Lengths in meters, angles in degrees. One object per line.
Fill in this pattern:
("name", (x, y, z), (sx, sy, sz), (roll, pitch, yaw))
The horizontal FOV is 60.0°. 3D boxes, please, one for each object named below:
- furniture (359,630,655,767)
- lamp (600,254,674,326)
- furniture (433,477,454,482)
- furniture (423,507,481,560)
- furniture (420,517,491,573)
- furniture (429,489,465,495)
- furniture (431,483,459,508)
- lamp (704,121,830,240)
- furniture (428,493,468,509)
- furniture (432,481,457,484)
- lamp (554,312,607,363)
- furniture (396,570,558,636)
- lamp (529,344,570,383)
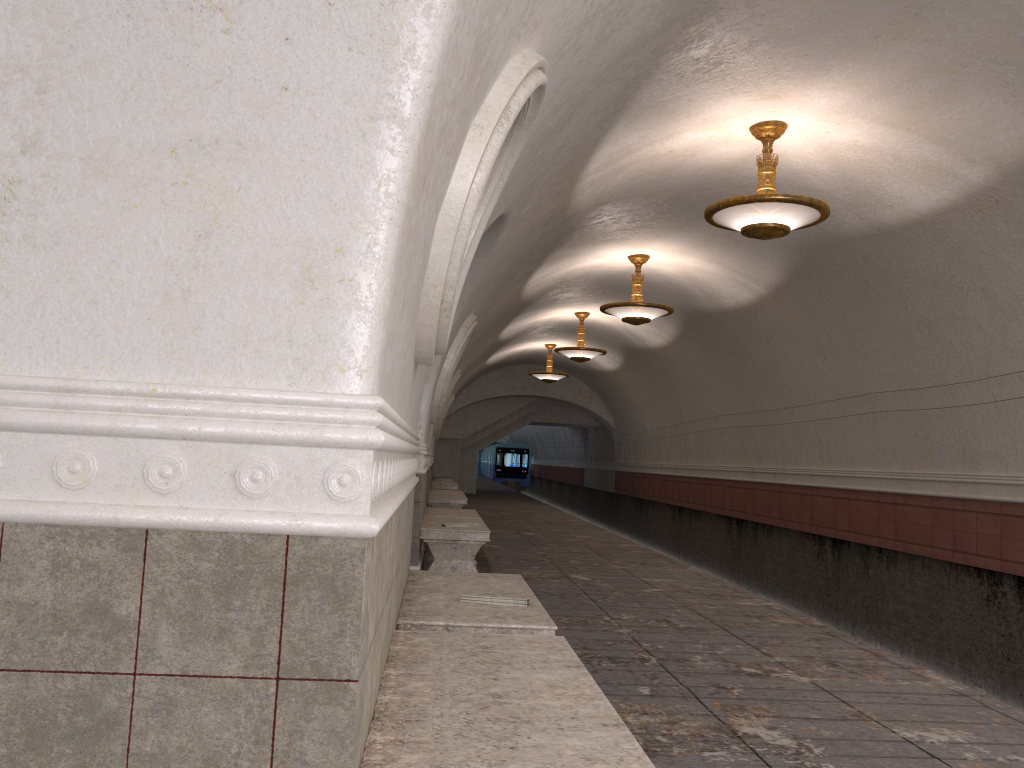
("furniture", (-0.066, 1.081, 2.402), (0.613, 0.508, 1.509), (3, -5, -4))
("lamp", (1.721, -1.274, 12.180), (1.008, 0.955, 1.008), (2, -5, 11))
("furniture", (-2.074, 3.060, 26.533), (0.613, 0.508, 1.509), (3, -5, -4))
("furniture", (-0.702, 1.708, 10.041), (0.613, 0.508, 1.509), (3, -5, -4))
("furniture", (-0.563, 1.571, 8.370), (0.613, 0.508, 1.509), (3, -5, -4))
("furniture", (-1.199, 2.198, 16.021), (0.613, 0.508, 1.509), (3, -5, -4))
("furniture", (-1.553, 2.547, 20.273), (0.613, 0.508, 1.509), (3, -5, -4))
("lamp", (2.120, -1.668, 7.382), (1.008, 0.955, 1.008), (5, -5, -20))
("furniture", (-1.060, 2.061, 14.351), (0.613, 0.508, 1.509), (3, -5, -4))
("furniture", (-1.692, 2.684, 21.943), (0.613, 0.508, 1.509), (3, -5, -4))
("lamp", (1.322, -0.881, 16.975), (1.008, 0.955, 1.008), (2, -5, 11))
("furniture", (-0.205, 1.218, 4.072), (0.613, 0.508, 1.509), (3, -5, -4))
("lamp", (0.923, -0.487, 21.772), (1.008, 0.955, 1.008), (-1, -7, 41))
